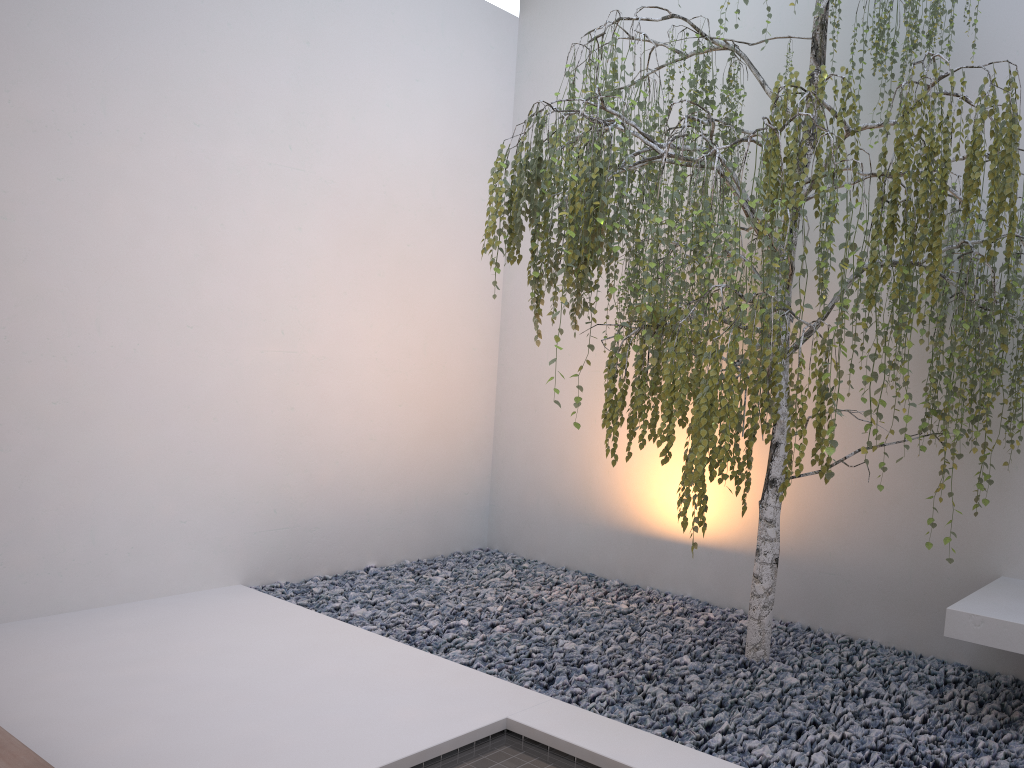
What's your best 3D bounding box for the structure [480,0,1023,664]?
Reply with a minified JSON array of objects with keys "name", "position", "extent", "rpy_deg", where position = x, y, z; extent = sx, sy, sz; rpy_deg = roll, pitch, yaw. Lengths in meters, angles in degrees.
[{"name":"structure","position":[0.955,-0.817,3.162],"extent":[2.108,4.006,2.006],"rpy_deg":[5,5,36]}]
